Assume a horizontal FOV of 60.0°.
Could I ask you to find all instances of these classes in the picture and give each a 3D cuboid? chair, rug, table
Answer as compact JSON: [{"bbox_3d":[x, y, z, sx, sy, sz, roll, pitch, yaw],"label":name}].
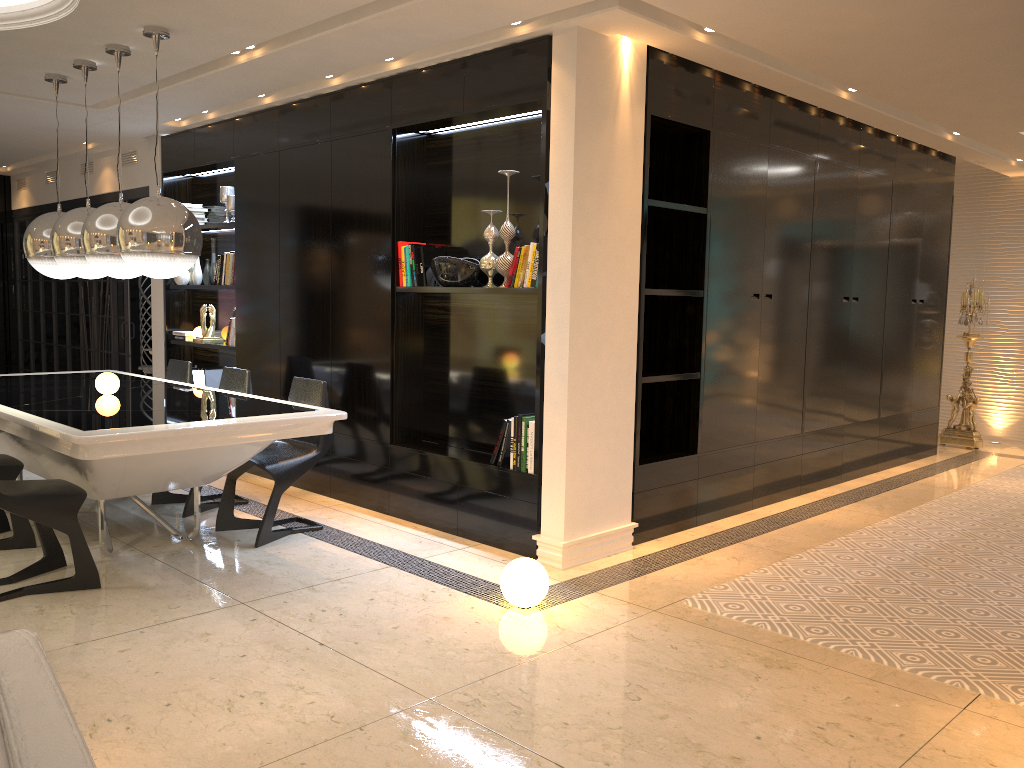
[{"bbox_3d":[-0.385,0.783,0.552,0.983,0.991,1.027,6,8,44],"label":"chair"},{"bbox_3d":[-2.177,0.489,3.945,0.523,0.858,0.496,7,8,44],"label":"chair"},{"bbox_3d":[-2.792,0.418,4.552,0.523,0.858,0.496,7,8,44],"label":"chair"},{"bbox_3d":[3.050,0.898,5.212,1.526,0.015,5.025,7,8,44],"label":"rug"},{"bbox_3d":[-1.331,0.407,4.969,0.523,0.858,0.496,7,8,44],"label":"chair"},{"bbox_3d":[-2.506,0.272,6.128,0.523,0.858,0.496,7,8,44],"label":"chair"},{"bbox_3d":[-2.328,0.430,5.032,3.031,0.759,1.293,7,8,44],"label":"table"},{"bbox_3d":[-1.933,0.338,5.564,0.523,0.858,0.496,7,8,44],"label":"chair"}]

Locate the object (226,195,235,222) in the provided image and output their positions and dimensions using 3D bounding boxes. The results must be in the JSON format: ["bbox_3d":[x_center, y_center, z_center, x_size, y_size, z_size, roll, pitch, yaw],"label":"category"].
[{"bbox_3d":[-2.169,-1.352,6.909,0.104,0.224,0.104,-4,8,-43],"label":"object"}]

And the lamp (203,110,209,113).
[{"bbox_3d":[-2.281,-2.069,6.540,0.107,0.127,0.107,4,6,26],"label":"lamp"}]

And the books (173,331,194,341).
[{"bbox_3d":[-2.698,-0.403,7.458,0.209,0.073,0.266,-4,7,-42],"label":"books"}]

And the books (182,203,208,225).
[{"bbox_3d":[-2.690,-1.390,7.364,0.259,0.188,0.302,-3,7,-38],"label":"books"}]

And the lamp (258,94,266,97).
[{"bbox_3d":[-1.705,-2.003,5.972,0.107,0.127,0.107,4,6,26],"label":"lamp"}]

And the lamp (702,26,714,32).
[{"bbox_3d":[0.981,-1.792,4.335,0.107,0.127,0.107,4,6,26],"label":"lamp"}]

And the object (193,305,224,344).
[{"bbox_3d":[-2.453,-0.485,7.154,0.177,0.311,0.177,7,8,44],"label":"object"}]

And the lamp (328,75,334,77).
[{"bbox_3d":[-1.127,-1.937,5.402,0.107,0.127,0.107,4,6,26],"label":"lamp"}]

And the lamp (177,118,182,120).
[{"bbox_3d":[-2.600,-2.106,6.855,0.107,0.127,0.107,4,6,26],"label":"lamp"}]

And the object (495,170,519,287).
[{"bbox_3d":[-0.024,-0.821,4.735,0.121,0.612,0.121,6,7,40],"label":"object"}]

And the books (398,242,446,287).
[{"bbox_3d":[-0.532,-0.708,5.274,0.236,0.270,0.210,6,8,44],"label":"books"}]

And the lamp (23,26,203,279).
[{"bbox_3d":[-2.273,-1.200,4.934,1.827,1.226,0.408,7,8,44],"label":"lamp"}]

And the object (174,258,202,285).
[{"bbox_3d":[-2.704,-1.019,7.377,0.210,0.395,0.180,-4,7,-42],"label":"object"}]

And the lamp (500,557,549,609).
[{"bbox_3d":[0.055,0.865,3.865,0.212,0.214,0.213,1,6,-6],"label":"lamp"}]

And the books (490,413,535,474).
[{"bbox_3d":[0.072,0.297,4.730,0.345,0.296,0.222,7,8,44],"label":"books"}]

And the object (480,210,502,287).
[{"bbox_3d":[-0.115,-0.738,4.869,0.121,0.416,0.121,6,7,40],"label":"object"}]

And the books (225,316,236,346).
[{"bbox_3d":[-2.081,-0.412,6.855,0.182,0.232,0.284,-4,7,-42],"label":"books"}]

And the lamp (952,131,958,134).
[{"bbox_3d":[3.425,-1.978,6.793,0.107,0.127,0.107,-2,6,-26],"label":"lamp"}]

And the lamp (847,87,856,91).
[{"bbox_3d":[2.122,-1.879,5.484,0.107,0.127,0.107,4,6,26],"label":"lamp"}]

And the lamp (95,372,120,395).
[{"bbox_3d":[-2.248,-0.003,4.929,0.125,0.125,0.125,2,6,5],"label":"lamp"}]

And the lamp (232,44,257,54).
[{"bbox_3d":[-1.492,-1.892,4.859,0.271,0.127,0.107,7,8,44],"label":"lamp"}]

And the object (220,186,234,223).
[{"bbox_3d":[-2.243,-1.400,6.989,0.111,0.301,0.111,6,7,40],"label":"object"}]

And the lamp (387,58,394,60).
[{"bbox_3d":[-0.704,-1.888,4.984,0.107,0.127,0.107,4,6,26],"label":"lamp"}]

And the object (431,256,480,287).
[{"bbox_3d":[-0.324,-0.633,5.049,0.193,0.177,0.375,-4,8,-44],"label":"object"}]

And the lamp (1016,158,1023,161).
[{"bbox_3d":[4.567,-2.065,7.941,0.107,0.127,0.107,4,6,26],"label":"lamp"}]

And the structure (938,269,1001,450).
[{"bbox_3d":[4.568,-0.235,8.529,0.811,1.715,0.382,-1,6,-21],"label":"structure"}]

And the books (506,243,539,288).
[{"bbox_3d":[0.121,-0.618,4.631,0.290,0.238,0.189,6,8,43],"label":"books"}]

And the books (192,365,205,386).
[{"bbox_3d":[-2.756,-0.017,7.541,0.236,0.270,0.210,6,8,44],"label":"books"}]

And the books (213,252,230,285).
[{"bbox_3d":[-2.210,-0.899,6.949,0.245,0.256,0.207,6,8,43],"label":"books"}]

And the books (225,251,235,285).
[{"bbox_3d":[-2.061,-0.884,6.803,0.252,0.261,0.212,7,8,44],"label":"books"}]

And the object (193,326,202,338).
[{"bbox_3d":[-2.559,-0.411,7.294,0.125,0.125,0.125,1,6,-6],"label":"object"}]

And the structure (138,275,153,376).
[{"bbox_3d":[-3.647,-1.788,10.197,3.425,4.134,1.964,7,8,44],"label":"structure"}]

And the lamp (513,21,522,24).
[{"bbox_3d":[0.009,-1.806,4.281,0.107,0.127,0.107,4,6,26],"label":"lamp"}]
